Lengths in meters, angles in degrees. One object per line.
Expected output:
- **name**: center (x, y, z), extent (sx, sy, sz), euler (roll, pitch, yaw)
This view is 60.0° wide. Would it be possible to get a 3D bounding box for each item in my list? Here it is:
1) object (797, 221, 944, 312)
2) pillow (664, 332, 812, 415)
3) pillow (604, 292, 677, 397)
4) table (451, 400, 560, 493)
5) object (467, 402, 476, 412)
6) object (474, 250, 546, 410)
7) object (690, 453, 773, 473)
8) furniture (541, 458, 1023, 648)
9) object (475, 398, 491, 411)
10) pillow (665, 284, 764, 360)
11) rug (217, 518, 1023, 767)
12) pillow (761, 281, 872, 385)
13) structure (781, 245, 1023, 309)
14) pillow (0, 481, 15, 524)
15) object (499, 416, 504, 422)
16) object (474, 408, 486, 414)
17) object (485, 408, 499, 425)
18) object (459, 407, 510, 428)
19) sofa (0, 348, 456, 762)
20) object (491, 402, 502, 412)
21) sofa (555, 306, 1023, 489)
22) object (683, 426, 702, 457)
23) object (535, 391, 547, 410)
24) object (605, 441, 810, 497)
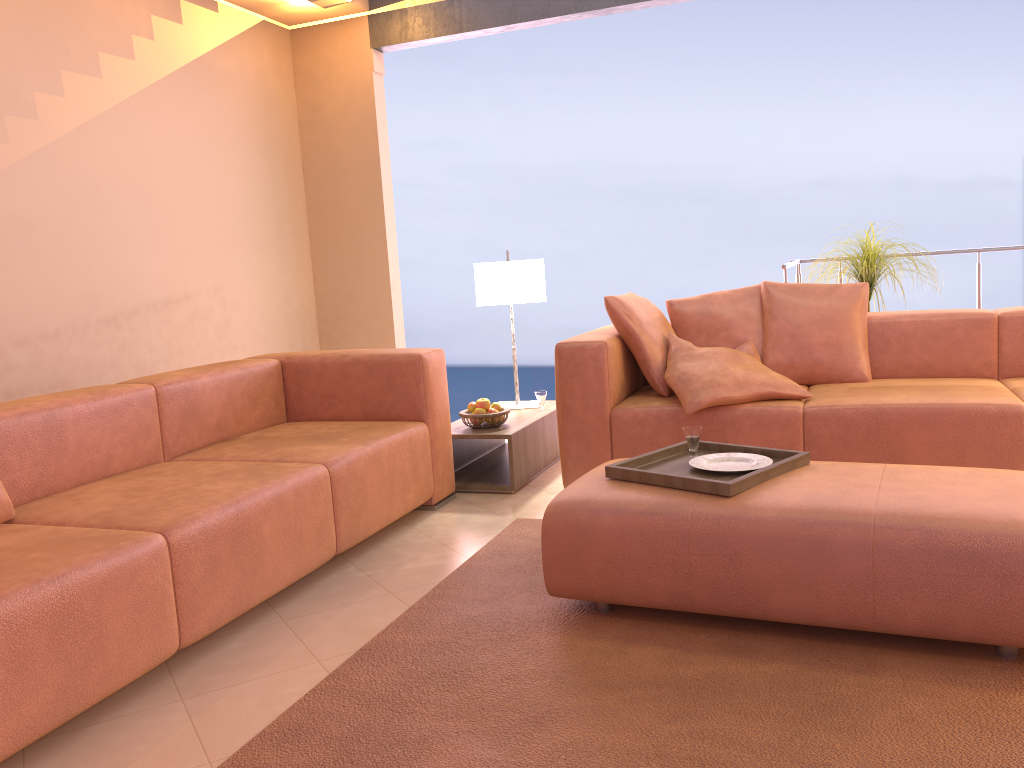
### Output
- **object**: center (1.866, -0.298, 4.661), extent (0.703, 1.088, 0.729), euler (-5, 8, -10)
- **pillow**: center (0.879, -0.072, 3.688), extent (0.517, 0.292, 0.514), euler (-5, 8, -10)
- **pillow**: center (0.622, -0.187, 3.983), extent (0.314, 0.455, 0.519), euler (-2, 8, 17)
- **table**: center (-0.026, 0.288, 4.332), extent (0.412, 0.268, 0.918), euler (-1, 8, 21)
- **object**: center (-0.180, 0.105, 4.063), extent (0.047, 0.046, 0.054), euler (-3, 7, 7)
- **object**: center (0.004, -0.282, 4.546), extent (0.344, 0.799, 0.344), euler (-4, 7, -1)
- **object**: center (0.642, 0.236, 2.604), extent (0.240, 0.018, 0.240), euler (-6, 8, -15)
- **furniture**: center (0.794, 0.407, 2.472), extent (1.291, 0.301, 0.685), euler (0, 8, 26)
- **object**: center (-0.132, 0.098, 4.040), extent (0.069, 0.061, 0.068), euler (-6, 8, -18)
- **pillow**: center (0.966, -0.226, 4.051), extent (0.492, 0.446, 0.255), euler (-3, 7, 4)
- **rug**: center (0.931, 0.638, 2.166), extent (2.626, 0.005, 1.833), euler (-1, 8, 21)
- **pillow**: center (1.331, -0.230, 3.909), extent (0.470, 0.468, 0.211), euler (-2, 8, 16)
- **structure**: center (3.620, -0.513, 4.721), extent (4.176, 0.541, 1.663), euler (-1, 8, 21)
- **pillow**: center (-1.545, 0.159, 2.151), extent (0.302, 0.528, 0.582), euler (-3, 7, 4)
- **object**: center (-0.060, 0.154, 4.076), extent (0.046, 0.046, 0.055), euler (-4, 7, -1)
- **object**: center (-0.144, 0.131, 3.999), extent (0.055, 0.047, 0.045), euler (-4, 7, -2)
- **object**: center (-0.091, 0.148, 4.024), extent (0.074, 0.076, 0.072), euler (1, 9, 30)
- **object**: center (-0.124, 0.157, 4.068), extent (0.235, 0.071, 0.235), euler (-2, 8, 13)
- **sofa**: center (-1.161, 0.366, 2.753), extent (0.943, 0.672, 2.781), euler (-1, 8, 21)
- **object**: center (-0.072, 0.109, 4.062), extent (0.045, 0.053, 0.051), euler (3, 10, 44)
- **sofa**: center (1.626, 0.056, 3.679), extent (2.781, 0.672, 0.943), euler (-1, 8, 21)
- **object**: center (0.568, 0.182, 2.780), extent (0.061, 0.091, 0.061), euler (-3, 7, 5)
- **object**: center (0.146, 0.083, 4.415), extent (0.061, 0.091, 0.061), euler (-8, 8, -28)
- **object**: center (0.574, 0.237, 2.604), extent (0.436, 0.034, 0.421), euler (-11, 10, -44)
